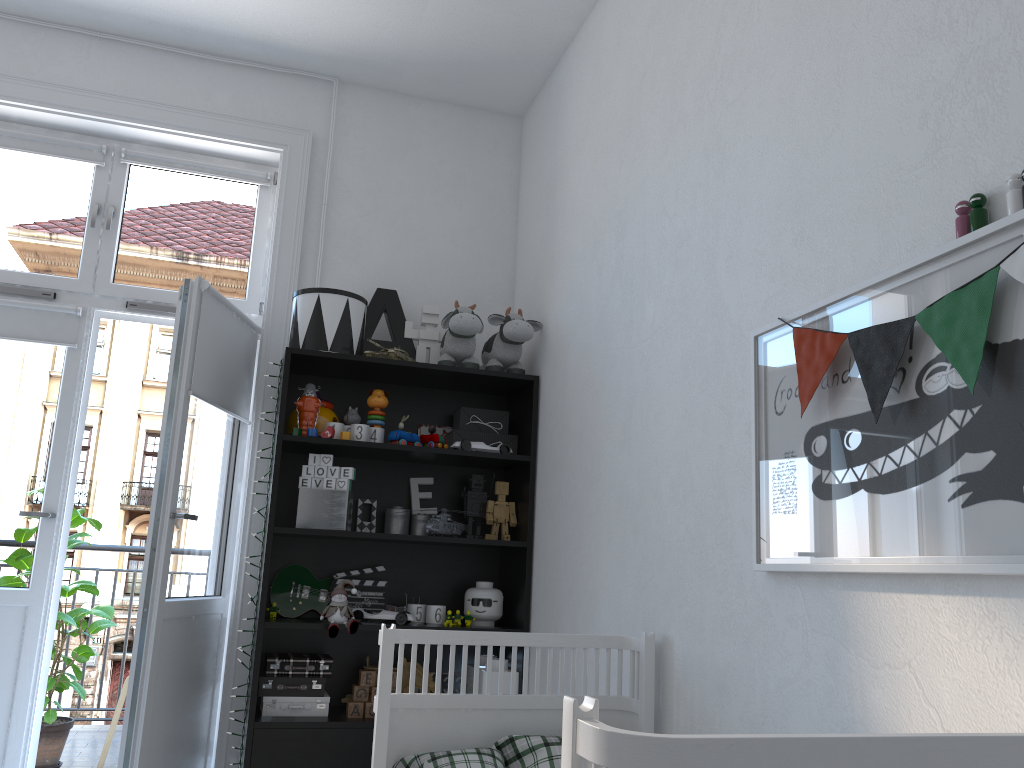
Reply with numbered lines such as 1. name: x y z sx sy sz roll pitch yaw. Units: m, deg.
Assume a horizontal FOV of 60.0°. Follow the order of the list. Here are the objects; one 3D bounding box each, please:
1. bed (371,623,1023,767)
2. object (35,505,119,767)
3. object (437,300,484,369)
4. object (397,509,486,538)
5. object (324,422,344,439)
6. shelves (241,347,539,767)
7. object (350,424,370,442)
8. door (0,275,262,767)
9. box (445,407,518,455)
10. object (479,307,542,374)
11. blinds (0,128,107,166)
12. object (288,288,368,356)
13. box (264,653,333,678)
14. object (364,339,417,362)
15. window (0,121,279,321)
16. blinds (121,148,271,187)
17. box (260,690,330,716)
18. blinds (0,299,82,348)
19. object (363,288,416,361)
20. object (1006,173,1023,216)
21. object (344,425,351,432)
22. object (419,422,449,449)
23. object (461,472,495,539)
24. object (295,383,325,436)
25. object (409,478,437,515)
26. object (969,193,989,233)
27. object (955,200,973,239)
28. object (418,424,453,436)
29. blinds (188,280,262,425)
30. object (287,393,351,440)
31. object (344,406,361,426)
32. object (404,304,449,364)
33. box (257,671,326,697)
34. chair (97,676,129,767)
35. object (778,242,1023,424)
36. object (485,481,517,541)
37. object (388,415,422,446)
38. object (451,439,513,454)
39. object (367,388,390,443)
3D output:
1. bed: 0.181 0.863 1.431 0.670 0.831 1.406 6 -13 -16
2. object: -2.126 1.090 4.033 0.720 1.223 0.490 4 -12 -6
3. object: -0.198 -0.159 3.316 0.154 0.252 0.370 4 -12 -8
4. object: -0.247 0.506 3.212 0.368 0.105 0.350 6 -13 -15
5. object: -0.623 0.172 3.103 0.067 0.067 0.067 6 -13 -15
6. shelves: -0.421 0.772 3.125 0.911 1.675 0.354 6 -12 -16
7. object: -0.535 0.178 3.114 0.067 0.067 0.067 6 -13 -15
8. door: -1.567 0.533 2.928 1.264 1.835 0.637 6 -12 -14
9. box: -0.114 0.194 3.383 0.251 0.189 0.179 6 -13 -16
10. object: -0.054 -0.142 3.363 0.211 0.253 0.387 10 -14 -32
11. blinds: -1.849 -0.917 3.366 0.565 0.087 0.032 6 -12 -16
12. object: -0.662 -0.190 3.306 0.272 0.258 0.395 0 -12 12
13. box: -0.727 0.956 3.015 0.216 0.062 0.179 6 -13 -16
14. object: -0.449 -0.113 3.241 0.121 0.100 0.339 -1 -13 18
15. window: -1.574 -0.638 3.419 1.263 0.659 0.101 6 -12 -16
16. blinds: -1.255 -0.865 3.542 0.565 0.060 0.032 6 -12 -16
17. box: -0.733 1.075 2.988 0.216 0.062 0.179 6 -13 -16
18. blinds: -1.880 -0.240 3.223 0.565 0.158 0.032 6 -12 -16
19. object: -0.499 -0.197 3.438 0.343 0.344 0.057 6 -12 -16
20. object: 0.709 -0.266 1.247 0.025 0.063 0.025 7 -13 -21
21. object: -0.585 0.186 3.160 0.067 0.067 0.067 14 -16 -41
22. object: -0.292 0.195 3.273 0.122 0.112 0.087 -9 -17 43
23. object: -0.130 0.455 3.314 0.117 0.259 0.081 6 -12 -16
24. object: -0.704 0.096 3.094 0.105 0.203 0.072 5 -12 -9
25. object: -0.337 0.427 3.369 0.107 0.151 0.055 6 -12 -16
26. object: 0.691 -0.252 1.313 0.025 0.063 0.025 7 -13 -18
27. object: 0.683 -0.247 1.339 0.025 0.063 0.025 7 -13 -21
28. object: -0.197 0.235 3.463 0.347 0.131 0.037 6 -12 -16
29. blinds: -1.010 -0.093 3.167 0.032 0.390 0.566 2 -12 3
30. object: -0.692 0.117 3.168 0.197 0.197 0.318 7 -13 -20
31. object: -0.592 0.163 3.272 0.063 0.160 0.063 12 -15 -37
32. object: -0.326 -0.158 3.452 0.190 0.290 0.065 5 -12 -11
33. box: -0.748 1.014 2.996 0.216 0.062 0.179 6 -13 -16
34. chair: -1.558 1.399 4.123 0.436 0.714 0.498 -4 -14 28
35. object: 0.659 -0.159 1.368 0.058 0.414 0.906 6 -13 -17
36. object: -0.040 0.470 3.272 0.114 0.220 0.052 6 -12 -17
37. object: -0.384 0.175 3.203 0.121 0.126 0.087 12 -15 -38
38. object: -0.111 0.233 3.228 0.231 0.048 0.099 9 -14 -26
39. object: -0.487 0.121 3.182 0.077 0.212 0.077 -1 -12 17
